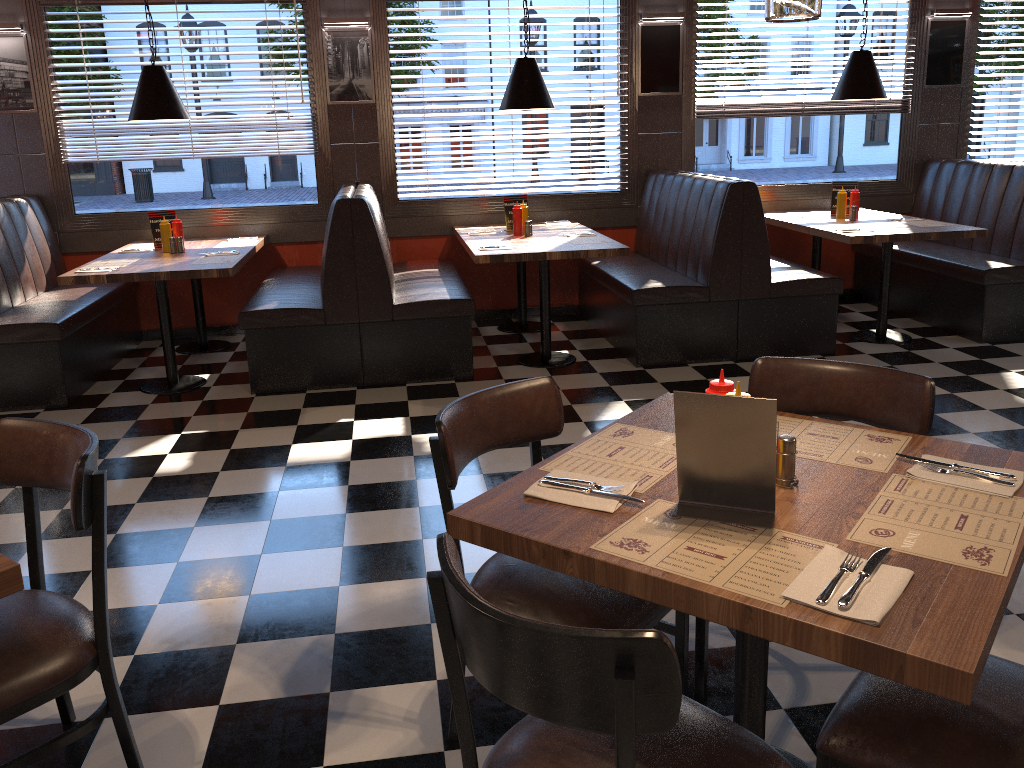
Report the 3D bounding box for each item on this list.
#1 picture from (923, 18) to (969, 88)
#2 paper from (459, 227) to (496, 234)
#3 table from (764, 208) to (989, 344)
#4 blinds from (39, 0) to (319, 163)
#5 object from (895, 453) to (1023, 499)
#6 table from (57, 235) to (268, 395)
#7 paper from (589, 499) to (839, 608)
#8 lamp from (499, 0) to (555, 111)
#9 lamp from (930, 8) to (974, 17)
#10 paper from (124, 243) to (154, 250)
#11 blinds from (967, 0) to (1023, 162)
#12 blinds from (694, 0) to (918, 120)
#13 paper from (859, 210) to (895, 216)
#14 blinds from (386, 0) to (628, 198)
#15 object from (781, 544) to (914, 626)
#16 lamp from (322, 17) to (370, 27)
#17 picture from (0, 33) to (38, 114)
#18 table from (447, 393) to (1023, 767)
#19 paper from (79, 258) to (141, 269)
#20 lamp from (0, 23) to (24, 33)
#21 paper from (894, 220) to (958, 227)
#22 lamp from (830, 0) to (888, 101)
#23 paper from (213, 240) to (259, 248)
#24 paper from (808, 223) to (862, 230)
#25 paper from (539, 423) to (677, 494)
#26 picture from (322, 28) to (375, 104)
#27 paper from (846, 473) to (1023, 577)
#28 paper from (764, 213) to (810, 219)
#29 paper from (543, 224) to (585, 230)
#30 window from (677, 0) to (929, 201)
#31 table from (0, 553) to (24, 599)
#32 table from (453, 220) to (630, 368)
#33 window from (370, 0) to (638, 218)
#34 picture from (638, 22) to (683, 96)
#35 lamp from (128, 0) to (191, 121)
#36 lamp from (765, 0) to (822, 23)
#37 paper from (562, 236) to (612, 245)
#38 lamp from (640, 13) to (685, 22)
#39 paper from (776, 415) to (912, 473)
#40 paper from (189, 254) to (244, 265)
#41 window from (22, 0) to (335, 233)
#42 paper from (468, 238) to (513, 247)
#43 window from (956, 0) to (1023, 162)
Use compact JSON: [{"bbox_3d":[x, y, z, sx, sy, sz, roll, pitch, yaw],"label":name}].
[{"bbox_3d":[3.521,-2.687,7.193,0.351,0.531,0.012,-4,14,-8],"label":"picture"},{"bbox_3d":[-0.259,-1.148,6.610,0.261,0.001,0.369,-4,16,-6],"label":"paper"},{"bbox_3d":[2.517,-0.836,6.604,0.957,0.765,1.710,-4,16,-7],"label":"table"},{"bbox_3d":[-2.370,-2.233,6.402,1.869,1.193,0.101,-4,14,-8],"label":"blinds"},{"bbox_3d":[0.943,0.184,1.891,0.256,0.019,0.158,11,21,38],"label":"object"},{"bbox_3d":[-2.206,-0.501,5.972,0.957,0.765,1.710,-4,16,-7],"label":"table"},{"bbox_3d":[0.365,0.294,1.606,0.366,0.001,0.263,11,20,36],"label":"paper"},{"bbox_3d":[0.071,-2.838,5.749,0.383,2.023,0.385,-9,16,-26],"label":"lamp"},{"bbox_3d":[3.519,-2.968,7.088,0.334,0.055,0.082,-4,16,-8],"label":"lamp"},{"bbox_3d":[-2.576,-0.972,6.258,0.261,0.001,0.369,-5,17,-10],"label":"paper"},{"bbox_3d":[4.712,-2.528,7.400,1.869,1.618,0.100,-4,14,-8],"label":"blinds"},{"bbox_3d":[2.339,-2.646,7.012,1.869,1.028,0.100,-4,14,-8],"label":"blinds"},{"bbox_3d":[2.774,-1.330,6.902,0.261,0.001,0.369,-4,16,-6],"label":"paper"},{"bbox_3d":[-0.003,-2.234,6.760,1.869,1.536,0.102,-4,14,-8],"label":"blinds"},{"bbox_3d":[0.567,0.318,1.473,0.158,0.019,0.257,11,20,37],"label":"object"},{"bbox_3d":[-1.207,-2.634,6.456,0.334,0.055,0.082,-4,16,-8],"label":"lamp"},{"bbox_3d":[-3.570,-2.185,6.244,0.351,0.531,0.012,-4,14,-8],"label":"picture"},{"bbox_3d":[0.551,0.583,1.964,0.960,0.766,0.967,10,19,36],"label":"table"},{"bbox_3d":[-2.473,-0.745,5.469,0.261,0.001,0.369,-3,16,-6],"label":"paper"},{"bbox_3d":[-3.574,-2.466,6.139,0.334,0.055,0.082,-4,16,-8],"label":"lamp"},{"bbox_3d":[2.879,-1.117,6.163,0.261,0.001,0.369,-3,16,-5],"label":"paper"},{"bbox_3d":[2.437,-3.005,6.066,0.383,2.023,0.384,10,18,39],"label":"lamp"},{"bbox_3d":[-1.938,-0.986,6.235,0.261,0.001,0.369,-4,16,-7],"label":"paper"},{"bbox_3d":[2.233,-1.090,6.141,0.261,0.001,0.369,-3,16,-5],"label":"paper"},{"bbox_3d":[0.270,0.164,2.061,0.262,0.001,0.368,10,20,34],"label":"paper"},{"bbox_3d":[-1.207,-2.353,6.561,0.351,0.531,0.012,-4,14,-8],"label":"picture"},{"bbox_3d":[0.820,0.256,1.687,0.262,0.001,0.368,10,20,34],"label":"paper"},{"bbox_3d":[2.136,-1.318,6.930,0.261,0.001,0.369,-5,16,-9],"label":"paper"},{"bbox_3d":[0.387,-1.178,6.640,0.261,0.001,0.369,-4,16,-6],"label":"paper"},{"bbox_3d":[2.337,-2.362,7.162,2.028,1.696,0.129,-4,14,-8],"label":"window"},{"bbox_3d":[-1.559,0.749,1.624,0.960,0.766,0.967,10,19,36],"label":"table"},{"bbox_3d":[0.143,-0.667,6.286,0.957,0.765,1.710,-4,16,-7],"label":"table"},{"bbox_3d":[-0.026,-2.194,6.846,2.028,1.696,0.129,-4,14,-8],"label":"window"},{"bbox_3d":[1.151,-2.519,6.876,0.351,0.531,0.012,-4,14,-8],"label":"picture"},{"bbox_3d":[-2.287,-2.671,5.434,0.383,2.023,0.385,-9,16,-26],"label":"lamp"},{"bbox_3d":[0.510,-1.644,1.471,0.108,1.945,0.109,-1,14,4],"label":"lamp"},{"bbox_3d":[0.494,-0.951,5.852,0.261,0.001,0.369,-5,17,-10],"label":"paper"},{"bbox_3d":[1.149,-2.801,6.771,0.334,0.055,0.082,-4,16,-8],"label":"lamp"},{"bbox_3d":[0.732,0.134,2.113,0.366,0.001,0.263,9,20,34],"label":"paper"},{"bbox_3d":[-1.827,-0.773,5.497,0.261,0.001,0.369,-4,16,-6],"label":"paper"},{"bbox_3d":[-2.389,-2.027,6.530,2.028,1.696,0.129,-4,14,-8],"label":"window"},{"bbox_3d":[-0.144,-0.936,5.872,0.261,0.001,0.369,-4,16,-7],"label":"paper"},{"bbox_3d":[4.700,-2.529,7.478,2.028,1.696,0.129,-4,14,-8],"label":"window"}]
